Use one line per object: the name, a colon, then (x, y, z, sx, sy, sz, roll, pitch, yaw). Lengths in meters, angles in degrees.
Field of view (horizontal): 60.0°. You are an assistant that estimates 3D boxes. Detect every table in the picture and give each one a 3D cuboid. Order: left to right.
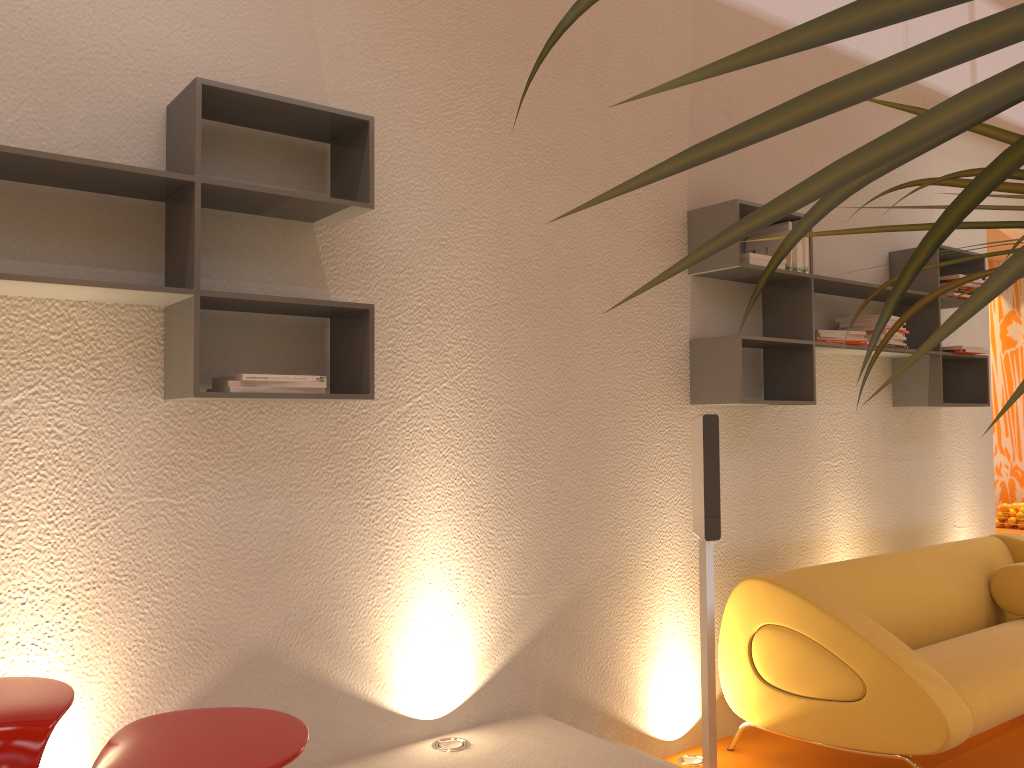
table: (3.797, 1.292, 5.894, 2.573, 0.760, 0.969, 1, -3, -37)

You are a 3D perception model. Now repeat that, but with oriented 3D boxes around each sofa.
sofa: (1.896, 1.080, 3.712, 2.081, 0.706, 0.929, 1, -3, -37)

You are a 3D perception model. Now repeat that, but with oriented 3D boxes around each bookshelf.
bookshelf: (-0.691, 0.324, 2.316, 3.370, 2.145, 0.322, 1, -3, -35)
bookshelf: (1.591, -0.293, 4.095, 2.000, 0.790, 0.252, 1, -3, -37)

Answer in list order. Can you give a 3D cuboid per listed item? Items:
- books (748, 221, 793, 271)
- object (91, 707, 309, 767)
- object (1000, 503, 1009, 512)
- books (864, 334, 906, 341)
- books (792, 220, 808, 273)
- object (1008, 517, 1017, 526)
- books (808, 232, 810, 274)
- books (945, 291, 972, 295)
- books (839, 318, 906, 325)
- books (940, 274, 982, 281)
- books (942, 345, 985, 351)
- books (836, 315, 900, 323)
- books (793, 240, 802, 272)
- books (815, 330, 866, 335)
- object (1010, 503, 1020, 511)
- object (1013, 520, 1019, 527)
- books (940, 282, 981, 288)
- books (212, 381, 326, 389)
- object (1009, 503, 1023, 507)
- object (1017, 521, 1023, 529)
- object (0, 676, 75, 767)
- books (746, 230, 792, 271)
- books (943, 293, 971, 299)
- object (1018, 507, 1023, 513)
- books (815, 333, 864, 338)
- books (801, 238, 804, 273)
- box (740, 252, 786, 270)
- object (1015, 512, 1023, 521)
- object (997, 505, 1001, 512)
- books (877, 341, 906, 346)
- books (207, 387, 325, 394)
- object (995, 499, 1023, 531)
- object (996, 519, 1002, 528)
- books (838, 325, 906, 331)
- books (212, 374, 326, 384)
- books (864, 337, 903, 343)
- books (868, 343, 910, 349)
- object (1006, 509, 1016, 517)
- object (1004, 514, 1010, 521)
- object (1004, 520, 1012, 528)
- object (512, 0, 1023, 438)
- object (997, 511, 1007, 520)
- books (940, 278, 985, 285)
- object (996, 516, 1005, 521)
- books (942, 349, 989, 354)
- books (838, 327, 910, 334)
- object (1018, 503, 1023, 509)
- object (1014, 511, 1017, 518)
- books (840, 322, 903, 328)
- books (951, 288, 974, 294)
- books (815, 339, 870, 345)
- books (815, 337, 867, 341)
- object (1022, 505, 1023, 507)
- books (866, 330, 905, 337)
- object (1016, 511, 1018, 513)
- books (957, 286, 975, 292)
books: (1.084, -0.559, 3.729, 0.021, 0.210, 0.207, 1, -3, -37)
object: (-0.558, 0.835, 1.495, 0.420, 0.450, 0.391, 0, -3, -7)
object: (3.066, 0.772, 5.520, 0.050, 0.060, 0.059, 0, -3, -2)
books: (1.671, -0.209, 4.105, 0.254, 0.015, 0.190, 2, -3, -40)
books: (1.151, -0.566, 3.763, 0.017, 0.227, 0.230, 1, -3, -37)
object: (3.093, 0.847, 5.481, 0.052, 0.053, 0.062, -2, -3, 35)
books: (1.162, -0.566, 3.780, 0.017, 0.227, 0.230, 1, -3, -37)
books: (2.224, -0.446, 4.518, 0.268, 0.011, 0.190, 1, -3, -35)
books: (1.671, -0.281, 4.108, 0.254, 0.015, 0.190, 2, -3, -40)
books: (2.217, -0.523, 4.505, 0.230, 0.017, 0.226, 1, -3, -37)
books: (2.226, -0.173, 4.494, 0.230, 0.017, 0.226, 1, -3, -37)
books: (1.665, -0.296, 4.121, 0.230, 0.017, 0.226, -3, -3, 43)
books: (1.111, -0.539, 3.732, 0.027, 0.169, 0.230, 1, -3, -37)
books: (1.383, -0.217, 3.889, 0.254, 0.015, 0.190, 1, -3, -20)
object: (3.140, 0.771, 5.541, 0.051, 0.053, 0.063, 0, -3, 0)
object: (3.147, 0.864, 5.542, 0.057, 0.060, 0.052, -1, -3, 4)
books: (2.228, -0.491, 4.513, 0.226, 0.017, 0.230, 2, -3, -42)
books: (-0.649, 0.005, 2.367, 0.254, 0.015, 0.190, 1, -3, -30)
object: (3.518, 0.844, 5.986, 0.349, 0.049, 0.262, 1, -3, -37)
object: (3.134, 0.866, 5.450, 0.053, 0.053, 0.061, -3, -3, 43)
object: (-1.059, 0.848, 1.701, 0.391, 0.450, 0.420, 1, -3, -37)
books: (1.069, -0.540, 3.698, 0.023, 0.169, 0.230, 1, -3, -37)
books: (2.221, -0.434, 4.516, 0.297, 0.013, 0.210, 1, -3, -37)
object: (3.158, 0.787, 5.476, 0.053, 0.051, 0.063, -3, -3, 43)
books: (1.375, -0.202, 3.888, 0.254, 0.015, 0.190, 1, -3, -26)
books: (1.129, -0.538, 3.755, 0.027, 0.169, 0.230, 1, -3, -37)
box: (0.949, -0.482, 3.615, 0.232, 0.047, 0.232, 1, -3, -37)
object: (3.124, 0.815, 5.450, 0.053, 0.055, 0.060, -3, -3, 41)
object: (3.085, 0.788, 5.583, 0.051, 0.053, 0.063, -1, -3, 11)
books: (1.670, -0.181, 4.108, 0.268, 0.011, 0.190, 2, -3, -40)
books: (-0.657, 0.020, 2.365, 0.254, 0.015, 0.190, 1, -3, -36)
object: (3.130, 0.814, 5.539, 0.189, 0.174, 0.207, 1, -3, -37)
object: (3.039, 0.873, 5.551, 0.053, 0.052, 0.062, -2, -3, 37)
books: (1.670, -0.252, 4.111, 0.268, 0.011, 0.190, 2, -3, -40)
books: (-0.653, -0.010, 2.381, 0.227, 0.017, 0.230, 1, -3, -37)
books: (1.664, -0.194, 4.101, 0.190, 0.015, 0.254, -3, -4, 44)
books: (1.674, -0.169, 4.110, 0.297, 0.013, 0.210, 2, -3, -42)
object: (3.105, 0.801, 5.514, 0.055, 0.051, 0.061, 0, -3, -8)
object: (3.109, 0.834, 5.569, 0.051, 0.053, 0.062, -1, -3, 6)
object: (3.091, 0.873, 5.522, 0.050, 0.055, 0.061, -3, -4, 44)
object: (1.427, 0.145, 0.390, 3.241, 2.600, 3.098, 1, -3, -29)
object: (3.057, 0.822, 5.535, 0.053, 0.054, 0.061, -3, -4, 44)
books: (2.230, -0.507, 4.509, 0.190, 0.015, 0.254, 1, -3, -30)
object: (3.085, 0.838, 5.587, 0.061, 0.055, 0.051, 1, -3, -23)
books: (2.239, -0.157, 4.498, 0.190, 0.015, 0.254, 1, -3, -30)
books: (1.673, -0.240, 4.113, 0.297, 0.013, 0.210, 2, -3, -42)
object: (3.195, 0.774, 5.562, 0.053, 0.051, 0.063, 2, -4, -44)
object: (3.178, 0.820, 5.571, 0.062, 0.053, 0.052, 1, -3, -30)
books: (1.663, -0.266, 4.104, 0.190, 0.015, 0.254, -3, -4, 44)
books: (2.231, -0.459, 4.526, 0.254, 0.015, 0.190, 2, -3, -41)
books: (1.388, -0.176, 3.892, 0.297, 0.013, 0.210, 1, -3, -22)
books: (1.384, -0.188, 3.892, 0.268, 0.011, 0.190, 1, -3, -20)
object: (3.200, 0.776, 5.509, 0.052, 0.060, 0.057, 0, -3, -14)
books: (1.665, -0.225, 4.117, 0.230, 0.017, 0.226, -3, -3, 43)
object: (3.165, 0.814, 5.516, 0.064, 0.053, 0.051, 0, -3, 1)
books: (2.223, -0.474, 4.524, 0.254, 0.015, 0.190, 1, -3, -35)
